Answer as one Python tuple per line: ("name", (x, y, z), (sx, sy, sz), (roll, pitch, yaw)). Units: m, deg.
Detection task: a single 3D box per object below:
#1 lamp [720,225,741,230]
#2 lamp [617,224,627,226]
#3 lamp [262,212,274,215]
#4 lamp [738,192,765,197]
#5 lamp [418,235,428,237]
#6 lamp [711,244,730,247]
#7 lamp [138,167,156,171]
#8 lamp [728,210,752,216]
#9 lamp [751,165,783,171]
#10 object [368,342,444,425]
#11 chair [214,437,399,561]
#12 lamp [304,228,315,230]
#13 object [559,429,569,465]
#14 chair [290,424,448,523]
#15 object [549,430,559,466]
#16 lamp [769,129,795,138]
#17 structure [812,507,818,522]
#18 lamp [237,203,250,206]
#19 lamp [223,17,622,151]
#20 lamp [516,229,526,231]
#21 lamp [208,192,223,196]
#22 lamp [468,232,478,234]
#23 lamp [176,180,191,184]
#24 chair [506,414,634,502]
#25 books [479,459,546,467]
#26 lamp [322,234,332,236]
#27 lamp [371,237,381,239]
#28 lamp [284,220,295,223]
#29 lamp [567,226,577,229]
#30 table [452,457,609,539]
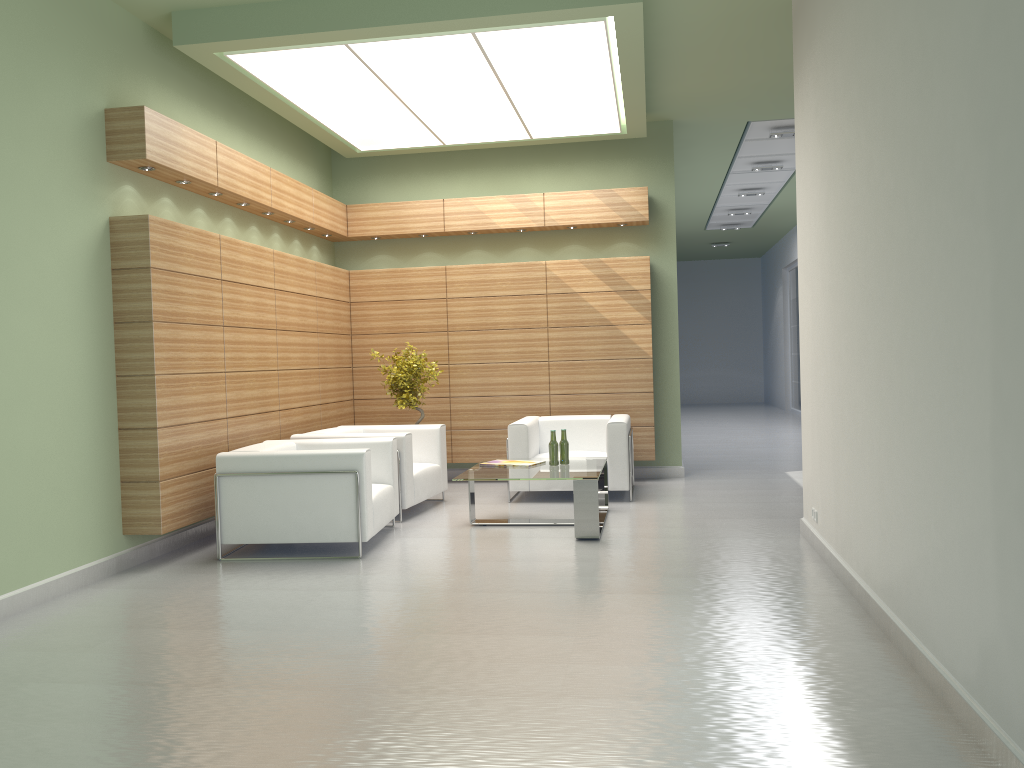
("lamp", (7.118, -5.116, 28.883), (0.657, 0.159, 0.286), (-2, 2, 9))
("lamp", (1.932, -2.820, 15.553), (0.181, 0.074, 0.181), (-2, 2, 3))
("lamp", (-3.664, -2.586, 13.316), (0.181, 0.074, 0.181), (-2, 2, -8))
("lamp", (6.147, -4.924, 22.781), (0.657, 0.159, 0.286), (-2, 2, 9))
("lamp", (-1.611, -2.724, 16.119), (0.181, 0.074, 0.181), (-2, 2, 3))
("lamp", (7.818, -5.255, 33.289), (0.657, 0.159, 0.286), (-2, 2, 9))
("lamp", (-4.170, -2.485, 10.132), (0.181, 0.074, 0.181), (-2, 2, -19))
("lamp", (6.639, -5.021, 25.875), (0.657, 0.159, 0.286), (-2, 2, 9))
("lamp", (5.647, -4.824, 19.634), (0.657, 0.159, 0.286), (-2, 2, 9))
("object", (-1.787, 0.562, 14.884), (1.201, 2.565, 1.116), (-2, 2, -23))
("chair", (-2.446, 1.361, 11.004), (1.802, 1.234, 1.894), (-2, 2, 4))
("lamp", (-3.410, -2.636, 14.914), (0.181, 0.074, 0.181), (-2, 2, -19))
("object", (0.703, 0.847, 11.956), (0.131, 0.475, 0.131), (-3, 2, -26))
("chair", (-2.064, 1.288, 13.296), (1.769, 1.234, 1.894), (-1, 2, 14))
("object", (0.556, 0.854, 11.857), (0.131, 0.475, 0.131), (-3, 2, -26))
("lamp", (5.168, -4.729, 16.621), (0.657, 0.159, 0.286), (-2, 2, 9))
("structure", (3.360, 1.449, 9.843), (0.017, 0.118, 0.262), (-2, 2, 9))
("lamp", (-3.792, -2.561, 12.512), (0.181, 0.074, 0.181), (-2, 2, -19))
("lamp", (-0.813, -4.248, 12.775), (4.571, 0.325, 5.060), (-2, 2, 9))
("lamp", (0.167, -2.772, 15.835), (0.181, 0.074, 0.181), (-2, 2, 3))
("lamp", (-3.918, -2.536, 11.720), (0.181, 0.074, 0.181), (-2, 2, -8))
("lamp", (-0.713, -2.749, 15.976), (0.181, 0.074, 0.181), (-3, 2, -30))
("lamp", (-4.045, -2.510, 10.918), (0.181, 0.074, 0.181), (-2, 2, -8))
("chair", (0.980, 1.167, 14.268), (1.894, 1.234, 1.802), (-2, 2, 9))
("books", (0.009, 1.088, 12.175), (0.762, 0.025, 0.508), (-1, 2, 29))
("lamp", (-3.283, -2.662, 15.712), (0.181, 0.074, 0.181), (-2, 2, -8))
("lamp", (-2.498, -2.701, 16.261), (0.181, 0.074, 0.181), (-2, 2, 3))
("lamp", (-3.539, -2.611, 14.104), (0.181, 0.074, 0.181), (-2, 2, -8))
("lamp", (1.058, -2.796, 15.693), (0.181, 0.074, 0.181), (-3, 2, -30))
("table", (0.328, 1.473, 11.781), (1.783, 0.742, 2.197), (-2, 2, 9))
